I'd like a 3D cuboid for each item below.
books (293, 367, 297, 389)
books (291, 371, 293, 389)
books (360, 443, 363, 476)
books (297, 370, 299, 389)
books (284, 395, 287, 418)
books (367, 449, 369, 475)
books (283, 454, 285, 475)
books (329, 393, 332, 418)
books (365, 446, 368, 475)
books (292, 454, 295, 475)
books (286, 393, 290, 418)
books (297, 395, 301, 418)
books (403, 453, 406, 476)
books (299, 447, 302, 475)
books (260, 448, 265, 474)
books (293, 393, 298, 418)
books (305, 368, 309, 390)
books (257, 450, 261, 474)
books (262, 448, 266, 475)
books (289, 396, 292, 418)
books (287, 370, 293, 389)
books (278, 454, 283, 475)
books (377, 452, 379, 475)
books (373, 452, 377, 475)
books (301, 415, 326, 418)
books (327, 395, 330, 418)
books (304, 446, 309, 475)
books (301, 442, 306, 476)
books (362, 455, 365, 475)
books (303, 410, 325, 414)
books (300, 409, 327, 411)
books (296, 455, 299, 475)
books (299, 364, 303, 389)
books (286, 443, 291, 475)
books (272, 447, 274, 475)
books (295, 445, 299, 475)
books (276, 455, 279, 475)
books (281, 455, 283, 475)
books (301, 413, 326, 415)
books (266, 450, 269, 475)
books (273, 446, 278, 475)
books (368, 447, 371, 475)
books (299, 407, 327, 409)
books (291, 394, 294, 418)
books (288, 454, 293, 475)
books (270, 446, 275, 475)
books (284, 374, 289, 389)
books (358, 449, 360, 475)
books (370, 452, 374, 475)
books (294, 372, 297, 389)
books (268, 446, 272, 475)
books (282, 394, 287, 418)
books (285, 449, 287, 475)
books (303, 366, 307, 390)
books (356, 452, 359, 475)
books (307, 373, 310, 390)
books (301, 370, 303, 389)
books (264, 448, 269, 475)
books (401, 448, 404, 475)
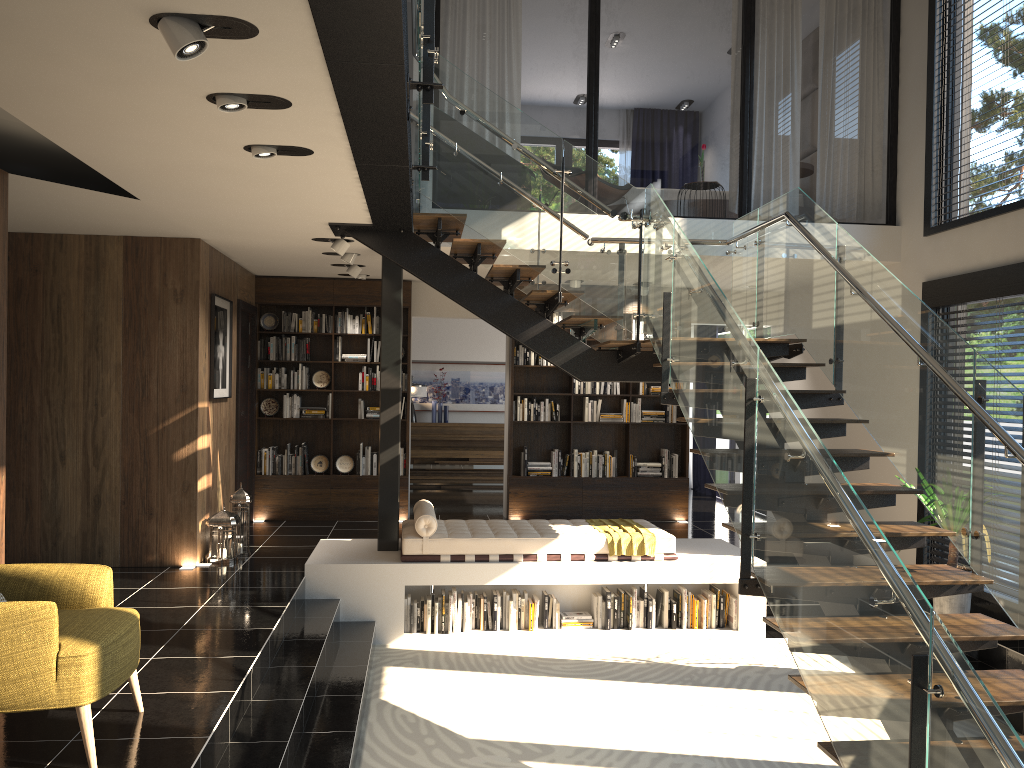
[{"bbox_3d":[-2.421,-0.063,9.885,0.020,0.243,0.154,1,0,-6],"label":"books"},{"bbox_3d":[-2.436,-0.044,9.856,0.016,0.206,0.204,1,0,-6],"label":"books"},{"bbox_3d":[-1.686,0.840,9.934,0.017,0.359,0.189,1,1,-6],"label":"books"},{"bbox_3d":[-2.374,-0.047,9.902,0.027,0.214,0.159,1,0,-6],"label":"books"},{"bbox_3d":[-2.509,0.246,9.849,0.026,0.257,0.192,1,0,-6],"label":"books"},{"bbox_3d":[-1.620,0.876,9.986,0.019,0.289,0.145,1,1,-6],"label":"books"},{"bbox_3d":[-2.525,0.894,9.886,0.026,0.222,0.209,1,0,-6],"label":"books"},{"bbox_3d":[-2.021,0.241,9.906,0.018,0.286,0.157,1,0,-6],"label":"books"},{"bbox_3d":[-1.639,0.862,9.983,0.019,0.317,0.122,1,1,-6],"label":"books"},{"bbox_3d":[-2.428,0.896,9.906,0.036,0.222,0.173,1,0,-6],"label":"books"},{"bbox_3d":[-2.488,0.238,9.862,0.018,0.275,0.144,1,1,-6],"label":"books"},{"bbox_3d":[-2.379,0.251,9.903,0.030,0.253,0.138,1,0,-6],"label":"books"},{"bbox_3d":[-1.212,0.904,10.016,0.029,0.247,0.139,1,0,-6],"label":"books"},{"bbox_3d":[-2.345,0.856,9.894,0.027,0.304,0.204,1,0,-6],"label":"books"},{"bbox_3d":[-2.774,0.857,9.889,0.032,0.288,0.180,1,0,-6],"label":"books"},{"bbox_3d":[-2.408,0.237,9.882,0.032,0.279,0.133,1,1,-6],"label":"books"},{"bbox_3d":[-2.291,-0.061,9.911,0.023,0.245,0.133,1,0,-6],"label":"books"},{"bbox_3d":[-2.805,0.870,9.879,0.032,0.262,0.194,1,0,-6],"label":"books"},{"bbox_3d":[-2.748,0.860,9.860,0.014,0.282,0.232,1,0,-6],"label":"books"},{"bbox_3d":[-2.466,0.254,9.890,0.032,0.245,0.120,1,1,-6],"label":"books"},{"bbox_3d":[-2.474,-0.050,9.887,0.053,0.216,0.151,1,0,-6],"label":"books"},{"bbox_3d":[-2.575,0.896,9.864,0.021,0.217,0.220,1,0,-6],"label":"books"},{"bbox_3d":[-1.509,0.893,9.997,0.025,0.260,0.114,1,1,-6],"label":"books"},{"bbox_3d":[-1.539,0.894,9.980,0.037,0.256,0.145,1,0,-6],"label":"books"},{"bbox_3d":[-2.216,0.364,9.912,0.262,0.032,0.154,1,0,-4],"label":"books"},{"bbox_3d":[-2.049,0.252,9.928,0.032,0.262,0.157,1,0,-6],"label":"books"},{"bbox_3d":[-2.292,0.851,9.899,0.042,0.315,0.193,1,0,-6],"label":"books"},{"bbox_3d":[-2.320,0.831,9.873,0.019,0.356,0.235,1,0,-6],"label":"books"},{"bbox_3d":[-1.666,0.913,9.981,0.034,0.215,0.104,1,1,-6],"label":"books"},{"bbox_3d":[-2.215,0.310,9.914,0.244,0.033,0.142,1,0,-10],"label":"books"},{"bbox_3d":[-2.215,0.286,9.901,0.293,0.016,0.174,1,0,-7],"label":"books"},{"bbox_3d":[-2.378,0.904,9.911,0.033,0.208,0.192,1,0,-6],"label":"books"},{"bbox_3d":[-2.348,-0.082,9.880,0.018,0.284,0.198,1,0,-6],"label":"books"},{"bbox_3d":[-2.483,0.836,9.861,0.016,0.341,0.217,1,0,-6],"label":"books"},{"bbox_3d":[-2.652,0.852,9.888,0.018,0.302,0.195,1,0,-6],"label":"books"},{"bbox_3d":[-2.399,0.846,9.888,0.016,0.322,0.218,1,0,-6],"label":"books"},{"bbox_3d":[-2.608,0.898,9.909,0.035,0.212,0.159,1,0,-6],"label":"books"},{"bbox_3d":[-2.553,0.902,9.894,0.029,0.207,0.166,1,0,-6],"label":"books"},{"bbox_3d":[-2.216,0.337,9.914,0.266,0.021,0.152,1,0,-8],"label":"books"},{"bbox_3d":[-2.699,0.868,9.851,0.022,0.269,0.216,1,0,-6],"label":"books"},{"bbox_3d":[-2.632,0.851,9.884,0.020,0.304,0.189,1,0,-6],"label":"books"},{"bbox_3d":[-1.599,0.861,9.973,0.019,0.321,0.161,1,1,-6],"label":"books"},{"bbox_3d":[-2.213,0.271,9.893,0.292,0.013,0.187,1,0,-4],"label":"books"},{"bbox_3d":[-2.437,0.244,9.887,0.024,0.265,0.148,1,0,-6],"label":"books"},{"bbox_3d":[-2.463,0.895,9.903,0.034,0.223,0.208,1,0,-6],"label":"books"},{"bbox_3d":[-2.665,0.850,9.853,0.015,0.306,0.222,1,0,-6],"label":"books"},{"bbox_3d":[-2.513,-0.026,9.876,0.026,0.167,0.173,1,0,-6],"label":"books"},{"bbox_3d":[-1.711,0.880,9.974,0.024,0.278,0.135,1,1,-6],"label":"books"},{"bbox_3d":[-1.576,0.897,9.996,0.034,0.250,0.114,1,1,-6],"label":"books"},{"bbox_3d":[-2.397,-0.037,9.876,0.025,0.194,0.172,1,0,-6],"label":"books"},{"bbox_3d":[-2.681,0.851,9.858,0.016,0.304,0.217,1,0,-6],"label":"books"},{"bbox_3d":[-2.536,0.243,9.883,0.020,0.264,0.152,1,0,-6],"label":"books"},{"bbox_3d":[-2.501,0.865,9.877,0.017,0.282,0.232,1,0,-6],"label":"books"},{"bbox_3d":[-2.311,-0.069,9.887,0.021,0.260,0.197,1,0,-6],"label":"books"},{"bbox_3d":[-1.735,0.897,9.980,0.023,0.244,0.135,1,0,-6],"label":"books"},{"bbox_3d":[-2.272,-0.029,9.903,0.015,0.181,0.136,1,0,-6],"label":"books"},{"bbox_3d":[-2.332,-0.045,9.897,0.018,0.210,0.157,1,0,-6],"label":"books"},{"bbox_3d":[-2.728,0.861,9.879,0.030,0.282,0.170,1,0,-6],"label":"books"},{"bbox_3d":[-1.239,0.874,10.002,0.029,0.306,0.149,1,1,-6],"label":"books"}]
